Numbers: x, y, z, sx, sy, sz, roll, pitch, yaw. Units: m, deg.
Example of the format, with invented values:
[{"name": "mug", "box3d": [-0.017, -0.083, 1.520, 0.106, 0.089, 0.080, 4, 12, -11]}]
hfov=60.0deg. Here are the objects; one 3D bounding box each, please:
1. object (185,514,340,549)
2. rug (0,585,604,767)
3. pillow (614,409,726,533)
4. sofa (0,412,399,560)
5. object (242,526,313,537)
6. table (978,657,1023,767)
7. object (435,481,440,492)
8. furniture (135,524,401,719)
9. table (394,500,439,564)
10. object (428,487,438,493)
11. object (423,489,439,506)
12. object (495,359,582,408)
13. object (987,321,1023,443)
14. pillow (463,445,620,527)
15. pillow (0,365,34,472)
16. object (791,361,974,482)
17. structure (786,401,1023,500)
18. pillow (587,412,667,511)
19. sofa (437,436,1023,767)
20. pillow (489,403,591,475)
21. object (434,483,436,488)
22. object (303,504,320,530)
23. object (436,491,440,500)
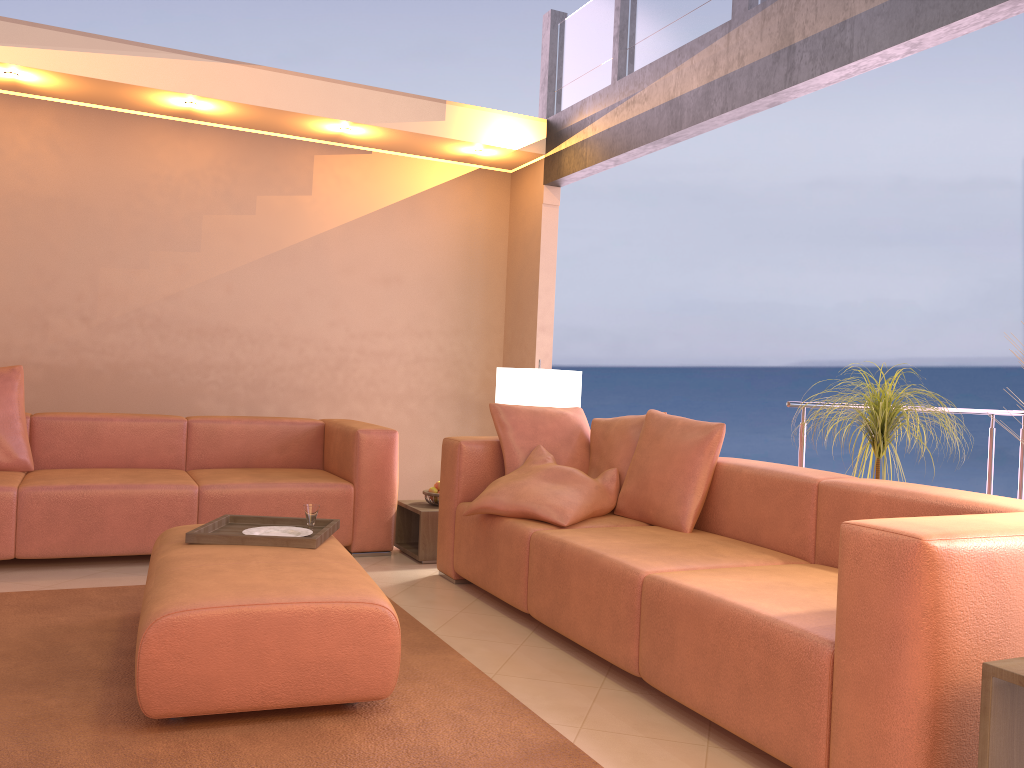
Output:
[{"name": "object", "box3d": [-0.870, 0.522, 3.160, 0.436, 0.034, 0.421, 3, 0, 0]}, {"name": "rug", "box3d": [-0.988, 0.882, 2.581, 1.833, 0.005, 2.626, 3, 0, -25]}, {"name": "pillow", "box3d": [0.639, 0.345, 3.588, 0.211, 0.468, 0.470, 3, 0, -30]}, {"name": "sofa", "box3d": [-2.026, 0.498, 4.470, 2.781, 0.672, 0.943, 3, 0, -25]}, {"name": "object", "box3d": [-0.822, 0.528, 3.114, 0.240, 0.018, 0.240, 3, 0, 28]}, {"name": "table", "box3d": [1.149, 0.746, 1.522, 0.415, 0.436, 0.469, 3, 0, -25]}, {"name": "object", "box3d": [-0.371, 0.541, 4.687, 0.069, 0.061, 0.068, 3, 0, 26]}, {"name": "furniture", "box3d": [-0.835, 0.690, 2.905, 0.685, 0.301, 1.291, 3, 0, -20]}, {"name": "table", "box3d": [-0.132, 0.785, 4.814, 0.918, 0.268, 0.412, 3, 0, -25]}, {"name": "object", "box3d": [-0.413, 0.566, 4.665, 0.055, 0.047, 0.045, 3, 0, 42]}, {"name": "object", "box3d": [-0.357, 0.605, 4.699, 0.235, 0.071, 0.235, 2, 0, -33]}, {"name": "object", "box3d": [0.139, 0.262, 4.972, 0.344, 0.799, 0.344, 3, 0, 43]}, {"name": "object", "box3d": [1.251, 0.215, 1.556, 0.700, 0.634, 0.703, 3, 0, 21]}, {"name": "pillow", "box3d": [0.139, 0.420, 3.738, 0.517, 0.292, 0.514, 3, 0, 34]}, {"name": "pillow", "box3d": [-2.670, 0.162, 4.316, 0.582, 0.528, 0.302, 2, 0, -42]}, {"name": "object", "box3d": [1.543, 0.450, 3.758, 0.703, 1.088, 0.729, 3, 0, 33]}, {"name": "structure", "box3d": [2.869, 0.424, 2.589, 1.663, 0.541, 4.176, 3, 0, -25]}, {"name": "pillow", "box3d": [0.475, 0.335, 3.945, 0.255, 0.446, 0.492, 2, 0, -42]}, {"name": "sofa", "box3d": [0.640, 0.620, 3.205, 0.943, 0.672, 2.781, 3, 0, -25]}, {"name": "pillow", "box3d": [0.178, 0.328, 4.134, 0.519, 0.455, 0.314, 3, 0, -29]}, {"name": "object", "box3d": [-0.391, 0.548, 4.737, 0.054, 0.046, 0.047, 2, 0, -39]}, {"name": "object", "box3d": [-0.746, 0.495, 3.293, 0.061, 0.091, 0.061, 2, 0, -41]}, {"name": "object", "box3d": [-0.362, 0.592, 4.644, 0.072, 0.076, 0.074, 3, 0, -15]}]
